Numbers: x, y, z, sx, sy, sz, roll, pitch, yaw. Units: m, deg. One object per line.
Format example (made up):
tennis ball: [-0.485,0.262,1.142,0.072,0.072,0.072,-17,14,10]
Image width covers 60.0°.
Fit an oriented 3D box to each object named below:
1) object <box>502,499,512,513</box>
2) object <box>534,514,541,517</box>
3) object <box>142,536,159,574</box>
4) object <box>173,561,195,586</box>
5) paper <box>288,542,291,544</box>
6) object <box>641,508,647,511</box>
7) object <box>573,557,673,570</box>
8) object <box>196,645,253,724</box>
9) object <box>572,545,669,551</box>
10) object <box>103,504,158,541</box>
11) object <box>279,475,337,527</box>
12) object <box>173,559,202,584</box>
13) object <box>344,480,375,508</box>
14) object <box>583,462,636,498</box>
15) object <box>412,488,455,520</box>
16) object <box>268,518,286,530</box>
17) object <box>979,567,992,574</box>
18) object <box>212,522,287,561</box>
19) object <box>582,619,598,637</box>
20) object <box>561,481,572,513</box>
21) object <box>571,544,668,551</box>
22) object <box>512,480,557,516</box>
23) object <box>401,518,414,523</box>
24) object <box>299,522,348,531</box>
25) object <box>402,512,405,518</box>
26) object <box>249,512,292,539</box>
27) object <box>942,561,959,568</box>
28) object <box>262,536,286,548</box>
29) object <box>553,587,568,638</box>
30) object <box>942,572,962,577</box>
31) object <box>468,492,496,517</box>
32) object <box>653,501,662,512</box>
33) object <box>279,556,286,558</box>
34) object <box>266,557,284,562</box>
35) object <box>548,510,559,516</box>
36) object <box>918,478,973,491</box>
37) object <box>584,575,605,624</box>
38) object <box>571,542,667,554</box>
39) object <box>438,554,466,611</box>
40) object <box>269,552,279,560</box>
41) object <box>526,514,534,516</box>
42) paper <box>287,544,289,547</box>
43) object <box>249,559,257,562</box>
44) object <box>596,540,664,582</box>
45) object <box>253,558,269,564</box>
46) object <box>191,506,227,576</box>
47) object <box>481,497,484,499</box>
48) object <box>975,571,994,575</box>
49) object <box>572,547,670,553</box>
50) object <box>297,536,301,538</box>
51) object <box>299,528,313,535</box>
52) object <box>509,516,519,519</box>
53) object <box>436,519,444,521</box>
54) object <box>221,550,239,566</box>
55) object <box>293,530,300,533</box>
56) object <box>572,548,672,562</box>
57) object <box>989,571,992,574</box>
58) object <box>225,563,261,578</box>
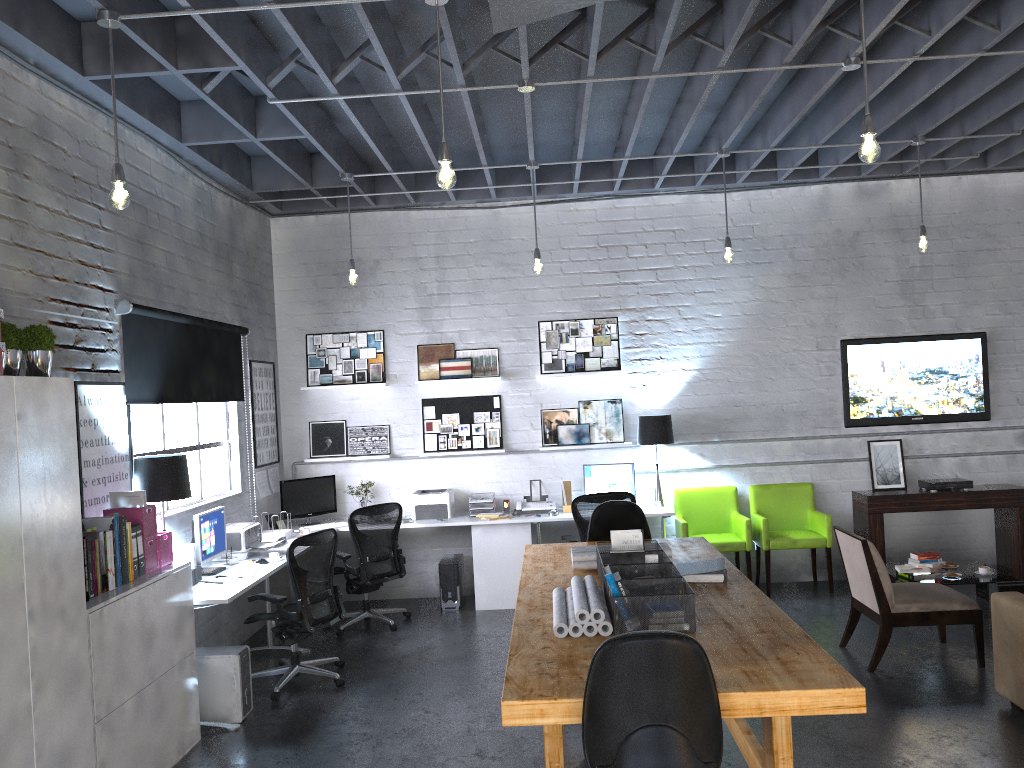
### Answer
object: [-0.051,1.125,8.176,0.093,0.116,0.067,-3,0,2]
object: [0.225,1.161,7.827,0.017,0.016,0.076,-3,-1,-38]
object: [-2.049,0.929,4.789,0.214,0.177,0.161,-3,0,3]
object: [-2.096,1.160,5.507,0.209,0.208,0.104,-3,0,3]
paper: [-1.701,1.260,7.063,0.159,0.001,0.115,-3,-1,-15]
object: [1.160,1.116,7.863,0.046,0.009,0.121,-3,-1,-13]
object: [0.578,0.940,4.643,0.519,0.047,0.047,-3,0,2]
object: [-1.849,1.830,5.389,0.478,0.411,0.200,-3,0,2]
object: [0.581,0.901,4.760,0.519,0.047,0.046,-3,0,2]
object: [-2.058,0.752,4.788,0.214,0.177,0.161,-3,0,3]
object: [-1.857,1.067,8.070,0.147,0.427,0.559,-3,0,39]
object: [-2.094,1.161,5.622,0.209,0.208,0.104,-3,0,2]
object: [-1.395,1.077,8.228,0.297,0.363,0.271,-3,0,-43]
object: [0.892,0.928,8.082,0.465,0.417,0.212,-3,0,7]
object: [-0.721,1.104,8.167,0.351,0.235,0.351,-3,0,2]
object: [-2.023,1.214,7.652,0.155,0.141,0.088,-3,0,17]
object: [3.633,1.433,6.818,0.080,0.052,0.077,-3,0,-39]
object: [-1.929,1.152,6.547,0.485,0.230,0.420,-3,0,2]
object: [0.315,0.947,3.730,0.057,0.058,0.635,-3,-1,2]
object: [0.502,1.028,8.099,0.087,0.259,0.236,-3,0,2]
object: [0.583,0.901,4.805,0.519,0.047,0.046,-3,0,2]
object: [0.199,1.033,8.118,0.405,0.280,0.399,-3,0,2]
object: [-0.937,1.220,7.907,0.103,0.021,0.131,-3,-1,-18]
object: [-1.646,1.252,7.803,0.422,0.028,0.181,-2,-1,-38]
object: [-1.043,1.214,8.218,0.105,0.052,0.023,-3,0,2]
object: [-1.991,1.177,7.315,0.324,0.208,0.233,-3,0,2]
object: [3.529,1.454,7.170,0.151,0.040,0.151,-3,-1,20]
object: [-2.007,1.244,6.977,0.392,0.064,0.259,-3,-1,2]
object: [0.201,0.953,3.735,0.057,0.058,0.635,-3,-1,2]
object: [3.387,1.462,6.822,0.137,0.031,0.137,-3,-1,28]
object: [-0.272,1.108,8.143,0.229,0.180,0.316,-3,0,2]
object: [1.269,1.072,7.753,0.069,0.083,0.090,-3,0,2]
object: [-1.620,1.236,6.342,0.025,0.021,0.119,-3,-1,29]
object: [-1.685,1.243,6.271,0.119,0.016,0.119,-3,-1,20]
object: [0.366,1.136,7.835,0.095,0.050,0.095,-3,-1,-29]
object: [3.884,0.903,7.948,0.370,0.082,0.266,-3,-1,2]
object: [0.342,0.897,3.728,0.057,0.057,0.635,-3,-1,2]
object: [0.585,0.902,4.852,0.519,0.047,0.046,-3,0,2]
object: [-0.543,1.792,8.049,0.180,0.411,0.476,-3,0,2]
object: [-1.679,1.219,6.275,0.078,0.049,0.062,-3,0,-27]
object: [0.153,1.166,7.878,0.011,0.011,0.125,-3,-1,41]
paper: [-1.678,1.258,6.937,0.159,0.001,0.115,-3,-1,-9]
object: [-1.820,1.250,6.268,0.076,0.016,0.017,-3,0,-8]
object: [0.589,0.892,4.457,0.316,0.156,0.306,-3,0,2]
object: [-1.753,1.236,6.186,0.114,0.036,0.058,-3,0,-8]
object: [-2.068,1.058,5.940,0.212,0.417,0.465,-3,0,2]
object: [-0.276,1.051,8.162,0.011,0.010,0.126,-3,-1,11]
object: [3.633,1.457,6.817,0.131,0.016,0.131,-3,-1,9]
object: [0.579,0.900,4.713,0.519,0.047,0.046,-3,0,2]
object: [-1.737,1.259,7.284,0.057,0.013,0.013,-3,0,-6]
object: [-1.731,1.242,7.473,0.130,0.049,0.130,-3,-1,19]
object: [0.020,1.176,7.815,0.008,0.007,0.141,-3,-1,37]
object: [-0.634,1.206,7.857,0.075,0.016,0.017,-3,0,27]
object: [-1.984,1.221,6.233,0.082,0.090,0.090,-3,0,27]
object: [-1.850,1.268,7.610,0.048,0.012,0.111,-3,-1,-18]
object: [0.577,0.900,4.658,0.519,0.047,0.046,-3,0,0]
object: [3.680,1.447,6.805,0.022,0.009,0.108,-3,-1,42]
object: [-1.789,1.238,5.893,0.181,0.028,0.422,-3,-1,-8]
